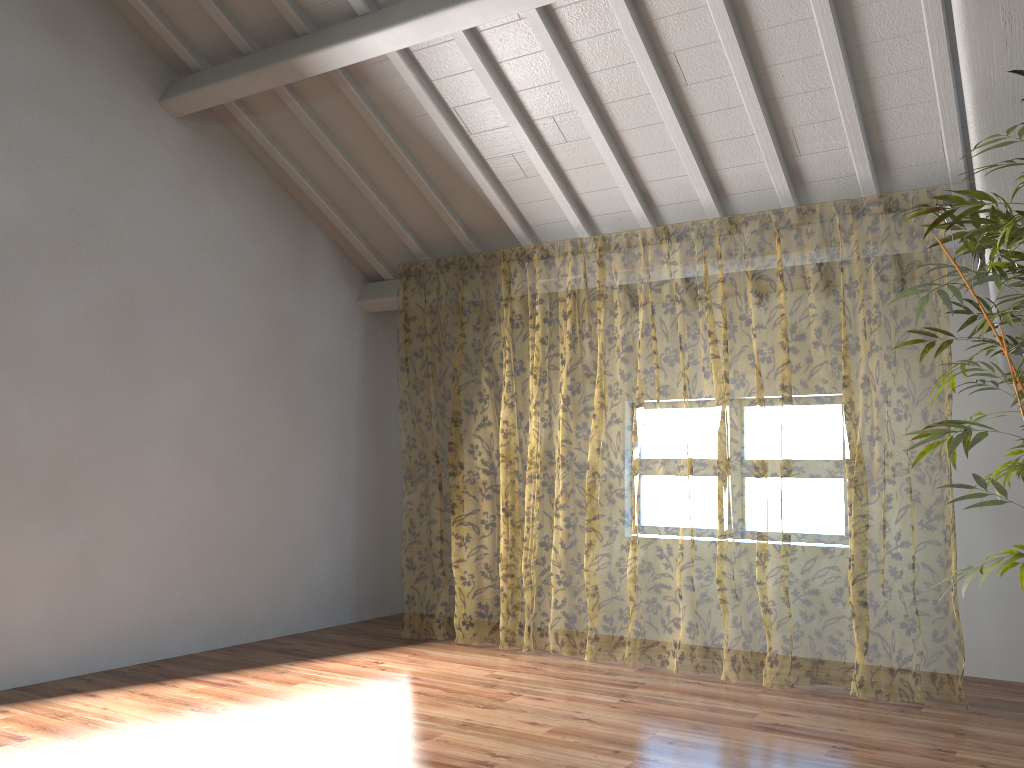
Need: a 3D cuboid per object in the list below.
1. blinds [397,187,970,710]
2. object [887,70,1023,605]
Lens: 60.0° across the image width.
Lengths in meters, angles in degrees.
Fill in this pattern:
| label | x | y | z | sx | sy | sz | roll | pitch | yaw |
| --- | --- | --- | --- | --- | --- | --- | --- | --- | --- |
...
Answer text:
| label | x | y | z | sx | sy | sz | roll | pitch | yaw |
| --- | --- | --- | --- | --- | --- | --- | --- | --- | --- |
| blinds | 0.679 | 0.350 | 5.224 | 3.505 | 2.546 | 0.306 | -3 | -7 | 32 |
| object | 2.007 | 0.170 | 3.031 | 1.177 | 2.473 | 1.399 | 5 | -7 | -33 |
